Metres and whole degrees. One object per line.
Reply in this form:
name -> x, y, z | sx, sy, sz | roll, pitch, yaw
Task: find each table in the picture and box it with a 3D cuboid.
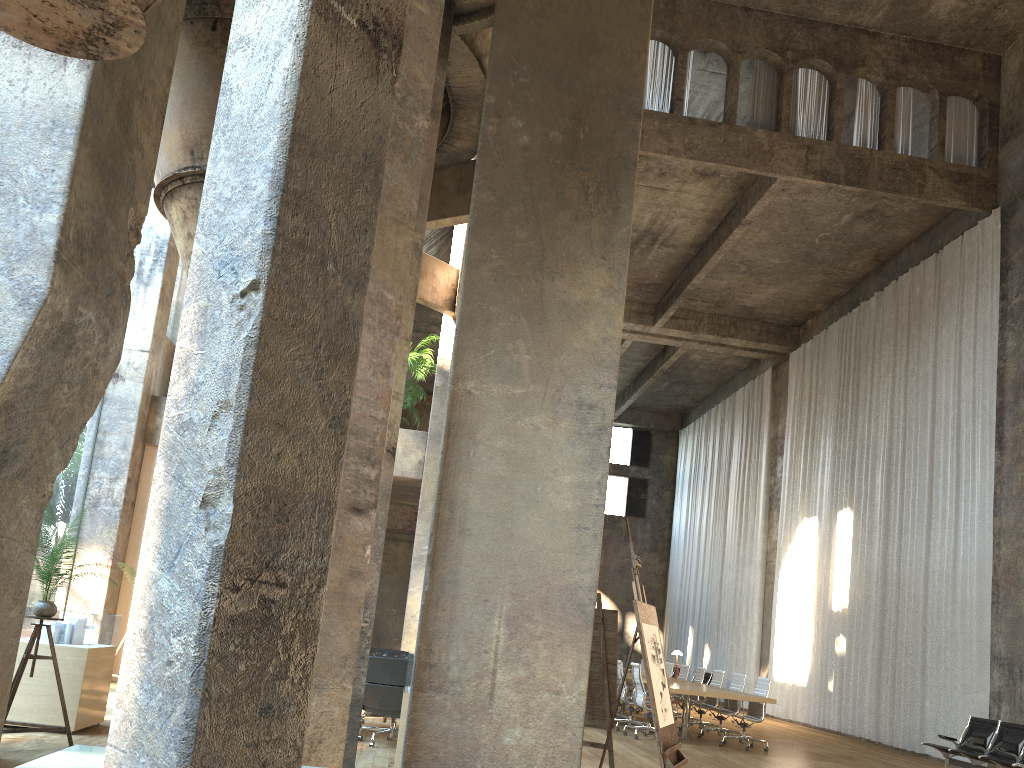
table -> -0.972, 1.854, 3.462 | 1.874, 0.534, 0.963 | 8, -14, -6
table -> 2.284, 5.536, 15.501 | 1.603, 0.740, 7.900 | 8, -16, -5

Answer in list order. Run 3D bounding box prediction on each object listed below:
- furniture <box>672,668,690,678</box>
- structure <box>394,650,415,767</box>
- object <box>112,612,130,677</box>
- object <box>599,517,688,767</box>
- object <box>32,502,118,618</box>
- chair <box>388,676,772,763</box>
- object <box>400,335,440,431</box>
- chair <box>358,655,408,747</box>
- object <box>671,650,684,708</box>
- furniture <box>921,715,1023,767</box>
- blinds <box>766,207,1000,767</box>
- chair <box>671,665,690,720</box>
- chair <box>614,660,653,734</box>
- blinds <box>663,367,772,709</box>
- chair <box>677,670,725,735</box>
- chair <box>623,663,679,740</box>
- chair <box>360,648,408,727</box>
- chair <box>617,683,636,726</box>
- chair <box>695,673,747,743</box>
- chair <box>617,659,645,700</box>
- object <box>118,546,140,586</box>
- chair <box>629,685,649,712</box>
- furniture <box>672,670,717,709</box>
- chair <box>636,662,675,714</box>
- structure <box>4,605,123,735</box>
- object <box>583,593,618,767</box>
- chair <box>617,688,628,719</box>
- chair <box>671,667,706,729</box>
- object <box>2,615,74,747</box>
furniture -> 4.250, 8.212, 24.275 | 0.709, 0.821, 1.917 | 7, -15, -5
structure -> -0.493, 2.623, 6.808 | 0.744, 0.991, 0.752 | 8, -11, -5
object -> -4.950, 3.516, 11.606 | 0.670, 0.950, 0.574 | 16, -14, -40
object -> 0.899, 1.956, 5.837 | 0.683, 2.098, 0.718 | 3, -10, 20
object -> -3.497, 1.358, 6.847 | 0.859, 0.919, 0.704 | 7, -11, -3
chair -> 0.509, 4.306, 12.320 | 12.971, 1.008, 32.264 | 8, -16, -5
object -> -1.758, 0.016, 13.978 | 1.401, 1.768, 1.389 | 6, -11, 0
chair -> -1.178, 3.206, 8.902 | 0.729, 0.872, 0.842 | 6, -12, 1
object -> 3.644, 6.736, 20.102 | 0.570, 1.268, 0.674 | 1, -11, 27
furniture -> 5.915, 4.584, 10.880 | 0.709, 0.821, 1.917 | 7, -15, -5
blinds -> 6.748, 2.382, 16.986 | 0.275, 8.445, 8.013 | 7, -12, -4
chair -> 2.887, 5.652, 16.138 | 0.699, 1.002, 0.681 | 6, -11, 0
chair -> 1.834, 4.718, 13.271 | 0.698, 1.002, 0.682 | 6, -11, 3
blinds -> 5.723, 4.698, 25.522 | 0.275, 8.445, 8.008 | 7, -12, -6
chair -> 3.098, 5.176, 14.386 | 0.699, 1.002, 0.681 | 6, -11, 0
chair -> 1.972, 4.492, 12.424 | 0.699, 1.002, 0.681 | 6, -11, 0
chair -> -1.454, 3.588, 10.351 | 0.732, 0.872, 0.838 | 9, -12, -11
chair -> 1.725, 4.946, 14.113 | 0.700, 1.002, 0.680 | 8, -11, -6
chair -> 3.208, 4.932, 13.483 | 0.699, 1.002, 0.681 | 7, -11, -2
chair -> 2.533, 6.355, 18.745 | 0.699, 1.002, 0.681 | 6, -11, 0
object -> -4.906, 2.592, 11.733 | 0.691, 0.918, 0.876 | 9, -12, -14
chair -> 2.665, 6.128, 17.898 | 0.698, 1.002, 0.682 | 6, -11, 3
furniture -> 4.533, 7.574, 21.924 | 0.709, 0.821, 1.917 | 7, -15, -5
chair -> 2.766, 5.899, 17.055 | 0.700, 1.002, 0.680 | 8, -11, -6
structure -> -4.020, 2.500, 7.752 | 0.736, 0.991, 0.760 | 8, -11, -5
object -> 0.571, 2.446, 7.686 | 0.700, 2.098, 0.700 | 2, -10, 26
chair -> 1.620, 5.196, 15.032 | 0.699, 1.002, 0.681 | 6, -11, 0
chair -> 2.989, 5.416, 15.270 | 0.698, 1.002, 0.682 | 6, -11, 3
object -> -3.764, 2.271, 6.769 | 0.570, 0.950, 0.674 | 0, -13, 30
